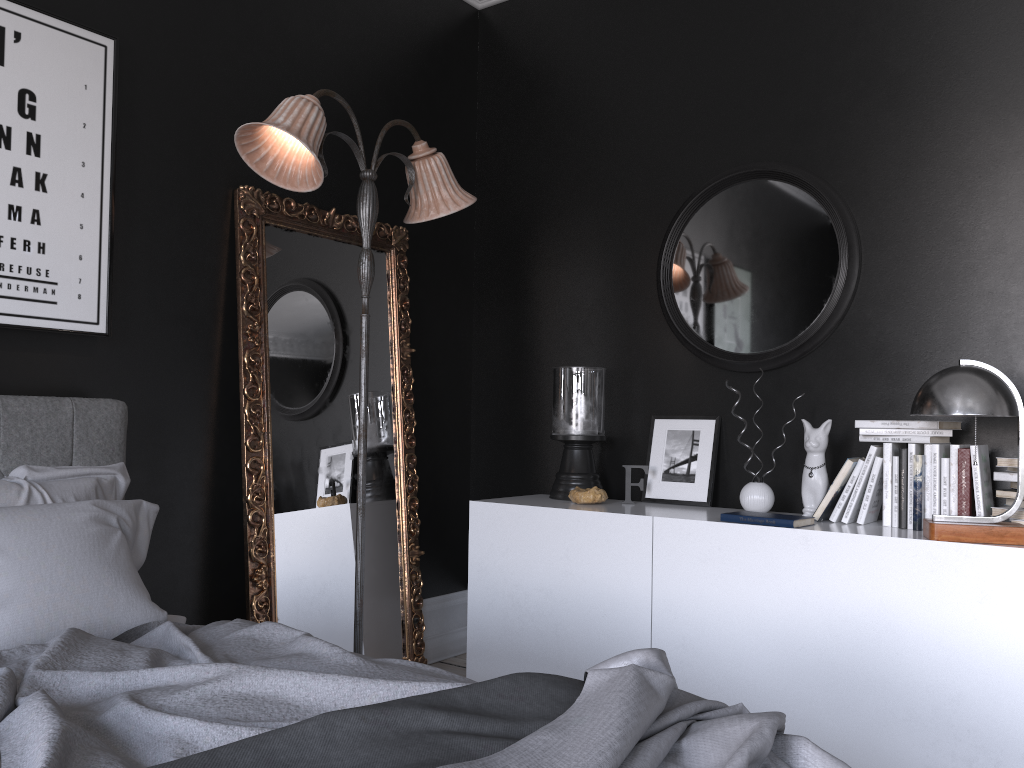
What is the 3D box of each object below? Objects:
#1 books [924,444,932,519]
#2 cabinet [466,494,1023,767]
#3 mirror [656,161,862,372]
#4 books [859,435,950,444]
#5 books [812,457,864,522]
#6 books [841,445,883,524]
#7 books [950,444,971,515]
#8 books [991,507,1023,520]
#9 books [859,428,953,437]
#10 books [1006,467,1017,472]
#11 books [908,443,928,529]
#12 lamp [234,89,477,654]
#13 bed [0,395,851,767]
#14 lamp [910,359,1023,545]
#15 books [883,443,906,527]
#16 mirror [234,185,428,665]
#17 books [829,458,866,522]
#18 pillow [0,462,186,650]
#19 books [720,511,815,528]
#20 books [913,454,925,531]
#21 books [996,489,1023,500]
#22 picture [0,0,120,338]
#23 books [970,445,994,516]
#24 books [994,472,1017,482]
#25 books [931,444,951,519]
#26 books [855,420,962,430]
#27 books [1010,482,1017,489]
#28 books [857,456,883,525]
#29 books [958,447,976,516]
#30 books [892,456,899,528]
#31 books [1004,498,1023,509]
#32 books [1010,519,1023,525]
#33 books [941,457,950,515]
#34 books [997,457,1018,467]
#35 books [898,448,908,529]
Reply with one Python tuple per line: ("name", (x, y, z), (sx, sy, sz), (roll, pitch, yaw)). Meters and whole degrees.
("books", (1.557, 0.374, 3.262), (0.030, 0.306, 0.221), (0, -2, 37))
("cabinet", (0.931, 0.967, 3.512), (2.396, 0.882, 0.570), (-1, -2, 37))
("mirror", (1.051, -0.515, 3.900), (0.924, 0.924, 0.061), (0, -2, 37))
("books", (1.464, 0.205, 3.305), (0.195, 0.026, 0.259), (3, -3, -43))
("books", (1.264, 0.404, 3.409), (0.158, 0.246, 0.203), (0, -2, 37))
("books", (1.353, 0.380, 3.379), (0.126, 0.296, 0.220), (0, -2, 37))
("books", (1.624, 0.373, 3.212), (0.030, 0.306, 0.221), (0, -2, 37))
("books", (1.833, 0.440, 3.000), (0.318, 0.031, 0.229), (2, -3, -23))
("books", (1.469, 0.180, 3.301), (0.307, 0.024, 0.220), (0, -3, 27))
("books", (1.859, 0.295, 3.028), (0.220, 0.024, 0.307), (0, -3, 12))
("books", (1.499, 0.373, 3.271), (0.024, 0.307, 0.220), (0, -2, 37))
("lamp", (-0.556, 0.162, 3.304), (0.986, 2.410, 0.773), (2, -2, -21))
("bed", (-0.773, 0.639, 1.434), (3.283, 1.297, 2.767), (0, -3, 25))
("lamp", (1.492, 0.215, 2.911), (0.340, 0.590, 0.329), (1, -2, 17))
("books", (1.444, 0.375, 3.346), (0.030, 0.306, 0.221), (0, -2, 37))
("mirror", (-0.762, 0.300, 3.918), (0.254, 2.191, 0.992), (0, -2, 37))
("books", (1.315, 0.406, 3.409), (0.132, 0.244, 0.195), (0, -2, 37))
("pillow", (-1.627, 0.469, 2.149), (0.680, 0.759, 1.831), (0, -3, 36))
("books", (0.952, 0.502, 3.298), (0.289, 0.030, 0.193), (-1, -3, 42))
("books", (1.496, 0.391, 3.224), (0.029, 0.270, 0.205), (0, -2, 37))
("books", (1.837, 0.382, 3.020), (0.193, 0.030, 0.289), (2, -3, -22))
("picture", (-1.657, -0.721, 2.851), (0.014, 1.078, 0.792), (0, -2, 37))
("books", (1.670, 0.370, 3.144), (0.050, 0.308, 0.220), (0, -2, 37))
("books", (1.848, 0.321, 3.009), (0.220, 0.030, 0.306), (2, -3, -23))
("books", (1.562, 0.372, 3.224), (0.024, 0.307, 0.220), (0, -2, 37))
("books", (1.484, 0.153, 3.324), (0.221, 0.030, 0.306), (3, -3, -43))
("books", (1.841, 0.351, 3.007), (0.193, 0.030, 0.290), (1, -3, 11))
("books", (1.380, 0.399, 3.361), (0.091, 0.256, 0.195), (0, -2, 37))
("books", (1.637, 0.377, 3.171), (0.038, 0.295, 0.235), (0, -2, 37))
("books", (1.455, 0.397, 3.305), (0.026, 0.258, 0.195), (0, -2, 37))
("books", (1.837, 0.411, 3.010), (0.203, 0.029, 0.269), (1, -2, 7))
("books", (1.849, 0.468, 2.977), (0.319, 0.025, 0.228), (3, -3, -43))
("books", (1.585, 0.395, 3.208), (0.026, 0.258, 0.195), (0, -2, 37))
("books", (1.830, 0.267, 3.000), (0.306, 0.030, 0.220), (3, -3, -33))
("books", (1.463, 0.380, 3.268), (0.030, 0.289, 0.193), (0, -2, 36))
